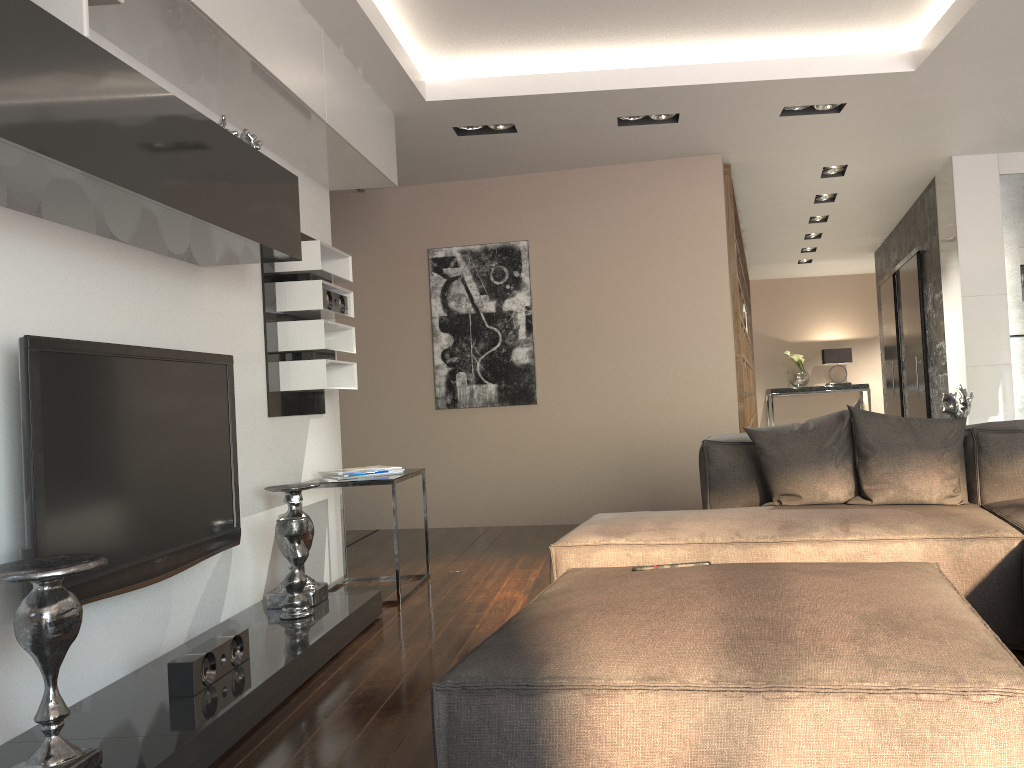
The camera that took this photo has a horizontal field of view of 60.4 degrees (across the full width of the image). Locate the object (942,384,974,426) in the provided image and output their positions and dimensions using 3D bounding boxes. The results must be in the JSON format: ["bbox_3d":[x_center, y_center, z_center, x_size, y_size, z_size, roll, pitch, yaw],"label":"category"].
[{"bbox_3d":[2.143,0.145,4.195,0.297,0.287,0.272,-2,-1,-26],"label":"object"}]

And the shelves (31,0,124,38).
[{"bbox_3d":[-1.252,-0.322,1.234,0.376,1.601,1.936,-3,-1,7],"label":"shelves"}]

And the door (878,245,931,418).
[{"bbox_3d":[4.043,-0.184,9.088,0.126,2.056,2.915,-3,-1,16],"label":"door"}]

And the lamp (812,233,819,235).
[{"bbox_3d":[3.248,-1.650,9.480,0.175,0.077,0.179,-3,-1,7],"label":"lamp"}]

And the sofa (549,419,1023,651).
[{"bbox_3d":[1.352,0.509,2.638,2.671,0.704,2.545,-3,-1,14],"label":"sofa"}]

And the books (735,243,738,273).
[{"bbox_3d":[1.731,-1.015,7.160,0.188,0.248,0.044,-3,-1,12],"label":"books"}]

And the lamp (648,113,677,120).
[{"bbox_3d":[0.888,-1.609,5.195,0.178,0.077,0.176,-3,-1,-1],"label":"lamp"}]

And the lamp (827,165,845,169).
[{"bbox_3d":[2.426,-1.663,6.619,0.186,0.077,0.167,-2,-2,-41],"label":"lamp"}]

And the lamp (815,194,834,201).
[{"bbox_3d":[2.749,-1.658,7.748,0.186,0.077,0.167,-2,-2,-40],"label":"lamp"}]

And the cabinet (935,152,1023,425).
[{"bbox_3d":[5.113,-0.574,3.505,4.420,2.501,6.966,-3,-1,6],"label":"cabinet"}]

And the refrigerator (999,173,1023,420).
[{"bbox_3d":[4.091,-0.376,6.663,0.869,2.343,0.586,-3,-1,3],"label":"refrigerator"}]

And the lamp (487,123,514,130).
[{"bbox_3d":[-0.069,-1.557,5.217,0.178,0.077,0.176,-3,-1,-1],"label":"lamp"}]

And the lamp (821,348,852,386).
[{"bbox_3d":[4.734,-0.247,12.792,0.397,0.528,0.287,-3,-1,3],"label":"lamp"}]

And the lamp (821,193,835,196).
[{"bbox_3d":[2.699,-1.659,7.572,0.186,0.077,0.167,-2,-2,-41],"label":"lamp"}]

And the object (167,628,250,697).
[{"bbox_3d":[-0.901,0.828,2.635,0.072,0.094,0.363,-3,-1,7],"label":"object"}]

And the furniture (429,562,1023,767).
[{"bbox_3d":[0.515,0.671,2.002,1.068,0.440,1.124,-3,-1,14],"label":"furniture"}]

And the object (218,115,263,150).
[{"bbox_3d":[-1.037,-0.864,3.156,0.322,0.177,0.324,-3,-1,4],"label":"object"}]

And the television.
[{"bbox_3d":[-1.151,0.247,2.678,0.143,0.714,1.110,-3,-1,8],"label":"television"}]

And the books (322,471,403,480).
[{"bbox_3d":[-0.726,0.440,4.271,0.335,0.011,0.240,-2,-1,-32],"label":"books"}]

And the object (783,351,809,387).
[{"bbox_3d":[4.172,-0.225,12.841,0.335,0.546,0.284,-2,-1,-21],"label":"object"}]

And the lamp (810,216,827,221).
[{"bbox_3d":[3.023,-1.654,8.698,0.173,0.077,0.181,-3,-1,15],"label":"lamp"}]

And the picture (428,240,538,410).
[{"bbox_3d":[-0.212,-0.418,6.309,0.736,1.165,0.029,-3,-1,11],"label":"picture"}]

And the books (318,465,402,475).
[{"bbox_3d":[-0.739,0.420,4.279,0.336,0.011,0.239,-2,-1,-36],"label":"books"}]

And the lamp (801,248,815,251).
[{"bbox_3d":[3.572,-1.645,10.608,0.173,0.077,0.181,-3,-1,15],"label":"lamp"}]

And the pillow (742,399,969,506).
[{"bbox_3d":[1.917,0.233,3.022,1.111,0.431,1.995,-2,-1,-33],"label":"pillow"}]

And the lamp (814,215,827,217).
[{"bbox_3d":[2.973,-1.655,8.522,0.175,0.077,0.179,-3,-1,7],"label":"lamp"}]

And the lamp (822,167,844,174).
[{"bbox_3d":[2.477,-1.663,6.795,0.186,0.077,0.167,-2,-2,-40],"label":"lamp"}]

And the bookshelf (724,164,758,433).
[{"bbox_3d":[2.424,-0.305,9.504,0.283,2.490,6.708,-3,-1,16],"label":"bookshelf"}]

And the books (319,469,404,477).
[{"bbox_3d":[-0.730,0.430,4.280,0.336,0.011,0.239,-2,-2,-41],"label":"books"}]

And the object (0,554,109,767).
[{"bbox_3d":[-1.019,0.631,1.941,0.242,0.475,0.237,-3,-1,-4],"label":"object"}]

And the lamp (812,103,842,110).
[{"bbox_3d":[1.857,-1.662,5.174,0.186,0.077,0.168,-2,-1,-31],"label":"lamp"}]

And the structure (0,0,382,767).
[{"bbox_3d":[-1.031,0.092,2.343,0.476,1.766,2.906,-3,-1,7],"label":"structure"}]

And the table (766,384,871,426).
[{"bbox_3d":[4.466,0.466,12.816,1.425,0.866,0.448,-3,-1,2],"label":"table"}]

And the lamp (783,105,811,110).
[{"bbox_3d":[1.677,-1.652,5.177,0.174,0.077,0.180,-3,-1,10],"label":"lamp"}]

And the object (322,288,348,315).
[{"bbox_3d":[-0.884,-0.391,4.235,0.072,0.094,0.363,-3,-1,7],"label":"object"}]

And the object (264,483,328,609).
[{"bbox_3d":[-0.885,0.654,3.588,0.222,0.482,0.217,-3,-1,-2],"label":"object"}]

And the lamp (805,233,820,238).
[{"bbox_3d":[3.298,-1.649,9.656,0.173,0.077,0.181,-3,-1,15],"label":"lamp"}]

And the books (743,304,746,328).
[{"bbox_3d":[2.284,-0.687,8.971,0.189,0.245,0.028,-3,-1,12],"label":"books"}]

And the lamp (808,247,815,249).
[{"bbox_3d":[3.521,-1.646,10.432,0.175,0.077,0.179,-3,-1,7],"label":"lamp"}]

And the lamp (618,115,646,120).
[{"bbox_3d":[0.709,-1.599,5.199,0.174,0.077,0.180,-3,-1,10],"label":"lamp"}]

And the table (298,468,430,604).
[{"bbox_3d":[-0.702,0.727,4.284,0.448,0.563,0.605,-3,-1,5],"label":"table"}]

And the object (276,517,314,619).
[{"bbox_3d":[-0.832,0.701,3.367,0.123,0.372,0.122,-3,-1,-1],"label":"object"}]

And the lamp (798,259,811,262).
[{"bbox_3d":[3.840,-1.640,11.556,0.173,0.077,0.181,-3,-1,15],"label":"lamp"}]

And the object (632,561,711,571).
[{"bbox_3d":[0.422,0.482,2.331,0.207,0.015,0.051,-3,-1,1],"label":"object"}]

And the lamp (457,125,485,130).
[{"bbox_3d":[-0.248,-1.547,5.221,0.174,0.077,0.180,-3,-1,10],"label":"lamp"}]

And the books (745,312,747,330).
[{"bbox_3d":[2.544,-0.681,9.863,0.171,0.244,0.019,-3,-1,12],"label":"books"}]
